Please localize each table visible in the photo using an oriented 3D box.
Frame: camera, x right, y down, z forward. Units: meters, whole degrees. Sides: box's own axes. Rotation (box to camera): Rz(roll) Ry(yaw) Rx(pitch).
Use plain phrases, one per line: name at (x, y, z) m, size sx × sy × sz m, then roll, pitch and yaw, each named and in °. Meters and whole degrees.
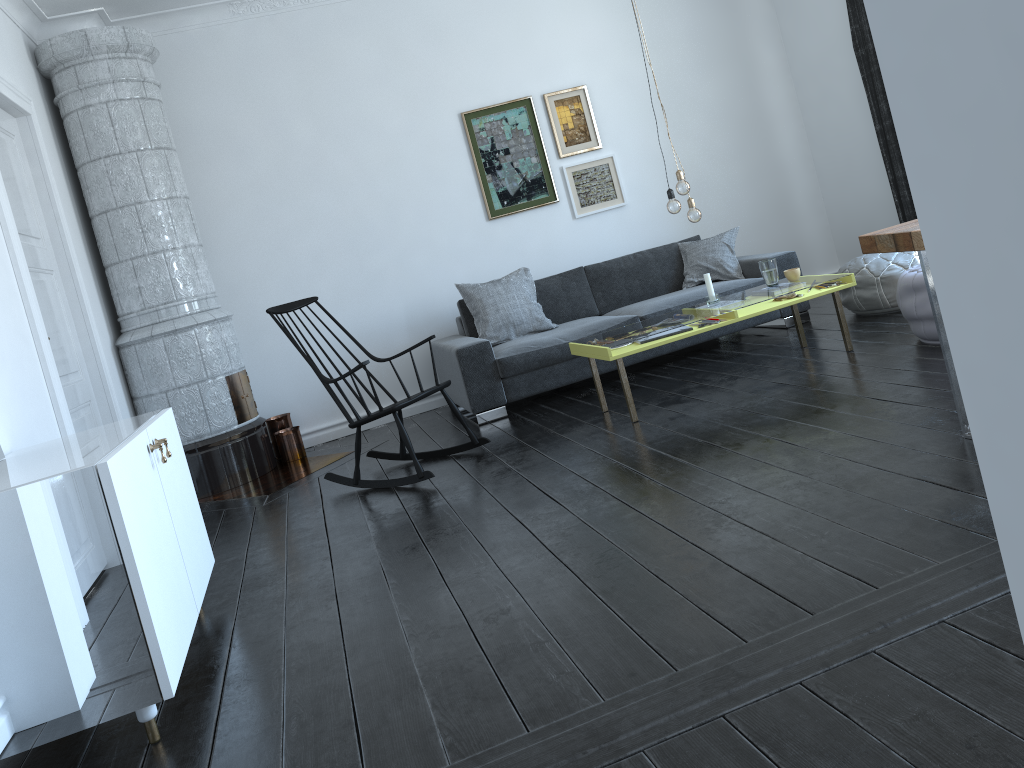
table at (2.423, -0.430, 2.765) m, size 2.243 × 0.712 × 1.020 m, roll -17°, pitch 7°, yaw -14°
table at (1.086, -0.205, 4.667) m, size 1.411 × 0.397 × 0.601 m, roll -17°, pitch 7°, yaw -14°

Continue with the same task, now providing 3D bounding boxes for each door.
door at (-2.268, -0.337, 4.367) m, size 0.117 × 2.462 × 1.168 m, roll -15°, pitch 3°, yaw -12°

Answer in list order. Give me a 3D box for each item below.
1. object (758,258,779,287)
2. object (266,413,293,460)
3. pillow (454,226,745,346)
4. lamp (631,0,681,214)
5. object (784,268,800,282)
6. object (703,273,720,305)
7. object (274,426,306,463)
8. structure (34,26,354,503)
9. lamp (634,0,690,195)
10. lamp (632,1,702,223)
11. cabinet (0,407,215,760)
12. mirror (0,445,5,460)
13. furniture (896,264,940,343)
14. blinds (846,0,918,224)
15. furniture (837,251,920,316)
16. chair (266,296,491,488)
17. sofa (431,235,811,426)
object at (1.438, -0.619, 4.911) m, size 0.096 × 0.145 × 0.099 m, roll -12°, pitch 5°, yaw 37°
object at (-1.553, 0.357, 5.974) m, size 0.174 × 0.279 × 0.176 m, roll -16°, pitch 4°, yaw -13°
pillow at (0.653, -0.728, 6.117) m, size 2.065 × 0.490 × 0.480 m, roll -16°, pitch 5°, yaw -9°
lamp at (0.665, -1.605, 4.556) m, size 0.085 × 1.490 × 0.076 m, roll -13°, pitch 3°, yaw 38°
object at (1.550, -0.599, 4.858) m, size 0.086 × 0.066 × 0.088 m, roll -13°, pitch 6°, yaw 15°
object at (1.085, -0.525, 4.823) m, size 0.074 × 0.172 × 0.076 m, roll -14°, pitch 3°, yaw 22°
object at (-1.461, 0.400, 5.811) m, size 0.176 × 0.198 × 0.171 m, roll -17°, pitch 5°, yaw -23°
structure at (-2.058, -0.784, 5.491) m, size 1.254 × 2.876 × 0.792 m, roll -13°, pitch 3°, yaw 32°
lamp at (0.707, -1.702, 4.558) m, size 0.073 × 1.490 × 0.075 m, roll -14°, pitch 2°, yaw 34°
lamp at (0.775, -1.566, 4.596) m, size 0.074 × 1.490 × 0.090 m, roll -15°, pitch 2°, yaw 11°
cabinet at (-1.284, 0.560, 2.699) m, size 0.594 × 0.730 × 1.203 m, roll -16°, pitch 7°, yaw -13°
mirror at (-1.709, 0.044, 2.608) m, size 0.054 × 0.499 × 0.697 m, roll -15°, pitch 6°, yaw -12°
furniture at (2.250, -0.445, 4.356) m, size 0.616 × 0.417 × 0.614 m, roll -17°, pitch 7°, yaw -19°
blinds at (2.525, -2.108, 5.765) m, size 0.113 × 2.959 × 0.802 m, roll -15°, pitch 3°, yaw -14°
furniture at (2.399, -0.681, 5.563) m, size 0.684 × 0.380 × 0.681 m, roll -17°, pitch 7°, yaw -13°
chair at (-0.732, -0.015, 4.560) m, size 0.895 × 1.000 × 0.624 m, roll -12°, pitch 5°, yaw 32°
sofa at (0.679, -0.472, 6.006) m, size 2.390 × 0.719 × 1.086 m, roll -17°, pitch 7°, yaw -14°
